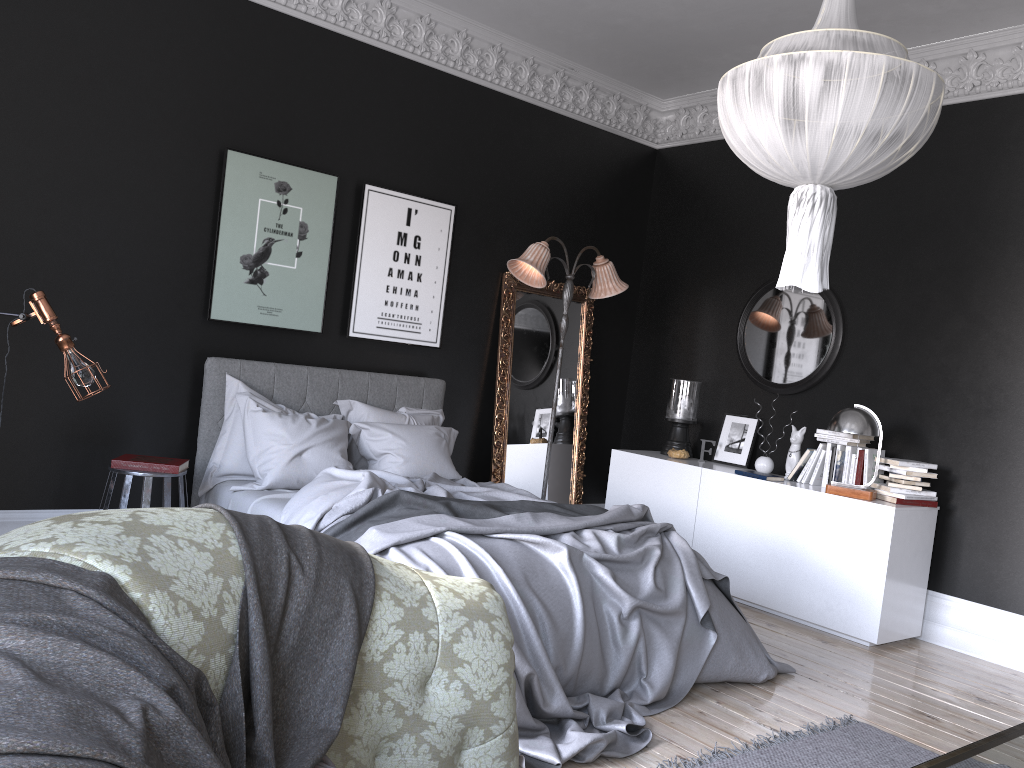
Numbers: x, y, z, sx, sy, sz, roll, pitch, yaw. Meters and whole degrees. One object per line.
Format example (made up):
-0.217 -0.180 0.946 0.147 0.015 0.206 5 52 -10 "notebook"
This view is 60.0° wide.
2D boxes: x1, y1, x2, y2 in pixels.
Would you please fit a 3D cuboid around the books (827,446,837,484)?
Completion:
2.231 0.573 6.053 0.193 0.290 0.030 5 3 -39 "books"

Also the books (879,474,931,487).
2.529 0.621 5.722 0.193 0.030 0.289 7 1 -8 "books"

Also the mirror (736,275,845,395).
2.078 -0.381 6.711 0.061 0.925 0.922 5 3 -39 "mirror"

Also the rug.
1.878 1.631 2.174 2.107 0.050 3.639 6 2 -38 "rug"

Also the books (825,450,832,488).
2.232 0.588 6.091 0.195 0.259 0.026 5 3 -39 "books"

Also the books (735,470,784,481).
1.735 0.641 6.214 0.193 0.030 0.289 6 1 -33 "books"

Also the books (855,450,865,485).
2.375 0.590 5.916 0.235 0.295 0.038 5 3 -39 "books"

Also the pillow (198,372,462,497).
-1.036 0.388 5.735 1.832 0.760 0.679 6 2 -39 "pillow"

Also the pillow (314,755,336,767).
-0.187 0.760 1.156 0.405 0.462 0.962 6 2 -32 "pillow"

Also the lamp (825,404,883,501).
2.186 0.424 5.690 0.340 0.591 0.328 8 2 31 "lamp"

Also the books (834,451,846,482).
2.251 0.589 6.002 0.205 0.270 0.029 5 3 -39 "books"

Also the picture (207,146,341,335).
-1.526 -0.899 5.738 0.792 1.079 0.014 5 3 -39 "picture"

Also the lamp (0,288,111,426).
-2.886 0.143 4.318 1.718 1.780 0.436 7 2 -1 "lamp"

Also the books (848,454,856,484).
2.333 0.603 5.965 0.195 0.259 0.026 5 3 -39 "books"

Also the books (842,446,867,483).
2.321 0.576 6.024 0.221 0.307 0.030 5 3 -39 "books"

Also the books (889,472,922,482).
2.533 0.591 5.705 0.192 0.030 0.289 7 1 25 "books"

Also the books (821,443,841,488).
2.234 0.564 6.132 0.221 0.307 0.030 5 3 -39 "books"

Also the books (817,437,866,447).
2.258 0.398 6.078 0.195 0.026 0.258 6 1 -29 "books"

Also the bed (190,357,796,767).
-0.409 0.668 4.845 3.279 1.299 2.767 8 2 39 "bed"

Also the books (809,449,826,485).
2.173 0.581 6.164 0.195 0.256 0.091 5 3 -39 "books"

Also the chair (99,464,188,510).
-2.036 0.794 4.890 0.613 0.673 0.613 7 2 5 "chair"

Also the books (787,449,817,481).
2.073 0.572 6.240 0.203 0.246 0.158 5 3 -39 "books"

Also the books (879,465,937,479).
2.543 0.562 5.704 0.220 0.030 0.306 7 1 -9 "books"

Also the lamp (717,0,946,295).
1.182 -1.348 3.223 0.782 2.050 0.783 7 2 4 "lamp"

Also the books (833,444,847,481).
2.268 0.569 6.046 0.220 0.307 0.024 5 3 -39 "books"

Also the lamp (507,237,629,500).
0.316 0.150 6.570 0.986 2.413 0.772 6 2 -6 "lamp"

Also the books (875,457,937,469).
2.528 0.507 5.697 0.306 0.030 0.220 6 1 -19 "books"

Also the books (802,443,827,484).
2.154 0.557 6.187 0.220 0.296 0.126 5 3 -39 "books"

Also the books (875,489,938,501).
2.522 0.710 5.681 0.319 0.025 0.228 6 1 -29 "books"

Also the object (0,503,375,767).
-0.559 0.531 1.398 0.517 0.585 1.367 7 1 10 "object"

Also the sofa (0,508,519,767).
0.086 0.911 0.729 1.607 1.161 2.808 5 2 -38 "sofa"

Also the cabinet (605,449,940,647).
1.725 1.094 6.454 0.571 0.883 2.392 5 2 -39 "cabinet"

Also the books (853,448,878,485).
2.374 0.584 5.958 0.221 0.307 0.030 5 3 -39 "books"

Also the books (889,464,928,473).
2.560 0.537 5.718 0.220 0.024 0.307 7 1 26 "books"

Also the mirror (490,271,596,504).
0.259 0.246 7.222 0.992 2.194 0.254 5 3 -39 "mirror"

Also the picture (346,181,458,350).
-0.776 -0.823 6.350 0.792 1.079 0.014 5 3 -39 "picture"

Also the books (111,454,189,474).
-1.985 0.439 4.882 0.346 0.045 0.275 7 1 -9 "books"

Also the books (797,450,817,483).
2.122 0.579 6.226 0.195 0.245 0.132 5 3 -39 "books"

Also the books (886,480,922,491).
2.524 0.651 5.714 0.202 0.029 0.268 7 1 21 "books"

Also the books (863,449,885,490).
2.401 0.589 5.881 0.220 0.308 0.050 5 3 -39 "books"

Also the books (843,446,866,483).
2.317 0.576 5.985 0.220 0.307 0.024 5 3 -39 "books"

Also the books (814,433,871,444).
2.264 0.373 6.071 0.307 0.024 0.220 8 2 41 "books"

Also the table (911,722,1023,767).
1.822 1.359 2.032 1.093 0.558 1.446 6 2 -39 "table"

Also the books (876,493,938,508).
2.516 0.741 5.672 0.295 0.038 0.234 6 1 -12 "books"

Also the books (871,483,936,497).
2.515 0.679 5.706 0.318 0.031 0.229 7 1 -9 "books"

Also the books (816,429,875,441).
2.288 0.348 6.088 0.221 0.030 0.306 6 1 -29 "books"
